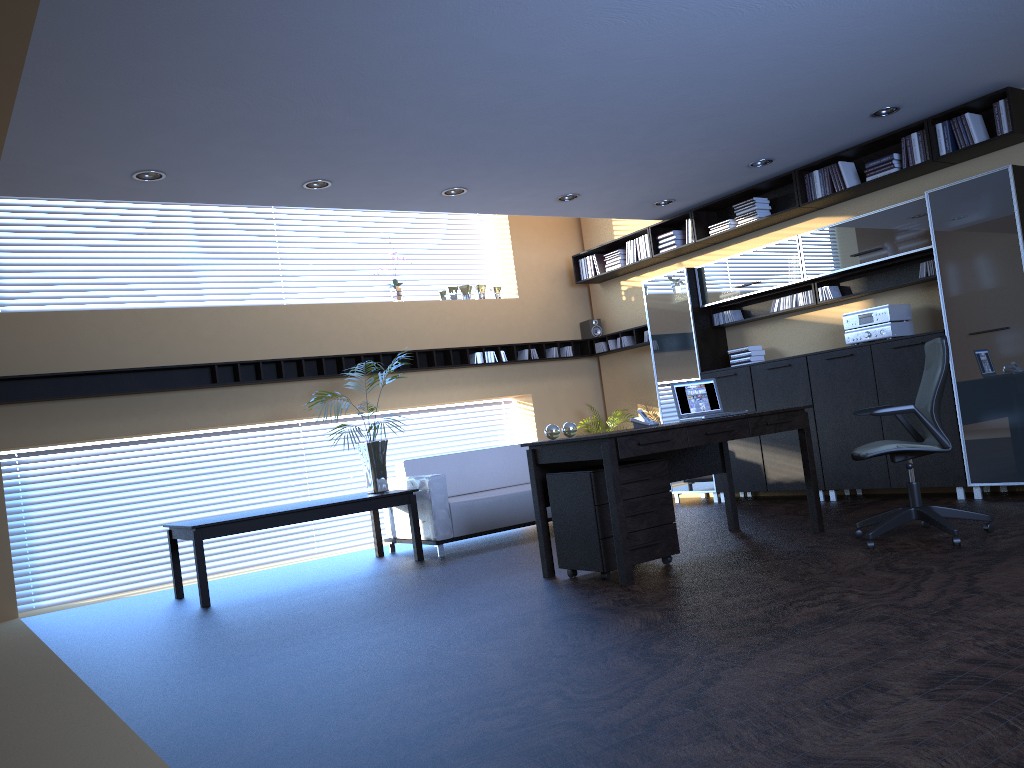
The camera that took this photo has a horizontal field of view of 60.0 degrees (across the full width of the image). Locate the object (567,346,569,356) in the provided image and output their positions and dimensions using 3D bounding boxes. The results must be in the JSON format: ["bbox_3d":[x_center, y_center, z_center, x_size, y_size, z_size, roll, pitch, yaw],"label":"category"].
[{"bbox_3d":[0.628,-0.379,10.599,0.009,0.120,0.142,-6,-3,-35],"label":"object"}]

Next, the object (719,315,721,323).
[{"bbox_3d":[2.175,-0.670,9.052,0.142,0.120,0.009,-6,-2,-34],"label":"object"}]

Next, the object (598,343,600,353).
[{"bbox_3d":[1.099,-0.439,10.647,0.142,0.120,0.009,-6,-2,-34],"label":"object"}]

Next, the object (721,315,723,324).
[{"bbox_3d":[2.184,-0.672,9.033,0.140,0.118,0.006,-6,-2,-35],"label":"object"}]

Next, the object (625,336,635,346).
[{"bbox_3d":[1.378,-0.498,10.234,0.142,0.118,0.040,-6,-2,-34],"label":"object"}]

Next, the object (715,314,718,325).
[{"bbox_3d":[2.146,-0.664,9.093,0.142,0.120,0.009,-6,-2,-34],"label":"object"}]

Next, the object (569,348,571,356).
[{"bbox_3d":[0.650,-0.381,10.621,0.006,0.118,0.140,-6,-3,-35],"label":"object"}]

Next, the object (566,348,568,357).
[{"bbox_3d":[0.616,-0.378,10.599,0.009,0.120,0.142,-6,-3,-35],"label":"object"}]

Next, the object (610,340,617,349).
[{"bbox_3d":[1.230,-0.466,10.452,0.142,0.118,0.040,-6,-2,-34],"label":"object"}]

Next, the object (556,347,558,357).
[{"bbox_3d":[0.494,-0.366,10.512,0.009,0.120,0.142,-6,-3,-35],"label":"object"}]

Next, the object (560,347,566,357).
[{"bbox_3d":[0.599,-0.375,10.581,0.040,0.118,0.142,-6,-3,-35],"label":"object"}]

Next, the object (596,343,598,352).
[{"bbox_3d":[1.081,-0.435,10.673,0.142,0.120,0.009,-6,-2,-34],"label":"object"}]

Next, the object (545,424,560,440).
[{"bbox_3d":[0.273,0.323,5.980,0.105,0.105,0.105,-7,-2,-15],"label":"object"}]

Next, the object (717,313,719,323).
[{"bbox_3d":[2.159,-0.666,9.076,0.140,0.118,0.006,-6,-2,-35],"label":"object"}]

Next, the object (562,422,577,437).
[{"bbox_3d":[0.390,0.308,6.000,0.105,0.105,0.105,-7,-2,-15],"label":"object"}]

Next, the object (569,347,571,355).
[{"bbox_3d":[0.650,-0.381,10.622,0.009,0.120,0.142,-6,-3,-34],"label":"object"}]

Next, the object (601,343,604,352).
[{"bbox_3d":[1.127,-0.445,10.605,0.142,0.120,0.009,-6,-2,-34],"label":"object"}]

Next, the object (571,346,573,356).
[{"bbox_3d":[0.676,-0.384,10.637,0.009,0.120,0.142,-6,-3,-35],"label":"object"}]

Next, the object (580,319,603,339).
[{"bbox_3d":[0.971,-0.660,10.811,0.158,0.229,0.254,-7,-3,-25],"label":"object"}]

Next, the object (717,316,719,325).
[{"bbox_3d":[2.157,-0.666,9.088,0.142,0.120,0.009,-6,-2,-35],"label":"object"}]

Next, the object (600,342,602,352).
[{"bbox_3d":[1.121,-0.444,10.613,0.142,0.120,0.009,-6,-2,-34],"label":"object"}]

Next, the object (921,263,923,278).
[{"bbox_3d":[3.394,-0.930,7.254,0.142,0.120,0.030,-6,-2,-34],"label":"object"}]

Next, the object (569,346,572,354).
[{"bbox_3d":[0.662,-0.383,10.621,0.009,0.120,0.142,-6,-3,-35],"label":"object"}]

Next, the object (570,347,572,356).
[{"bbox_3d":[0.663,-0.383,10.620,0.006,0.118,0.140,-6,-3,-35],"label":"object"}]

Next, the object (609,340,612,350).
[{"bbox_3d":[1.216,-0.464,10.473,0.142,0.120,0.030,-6,-2,-34],"label":"object"}]

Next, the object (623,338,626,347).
[{"bbox_3d":[1.352,-0.493,10.272,0.142,0.120,0.030,-6,-2,-34],"label":"object"}]

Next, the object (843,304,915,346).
[{"bbox_3d":[3.088,-0.496,7.491,0.362,0.281,0.431,-6,-3,-35],"label":"object"}]

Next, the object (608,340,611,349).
[{"bbox_3d":[1.210,-0.463,10.482,0.142,0.120,0.030,-6,-2,-34],"label":"object"}]

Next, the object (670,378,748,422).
[{"bbox_3d":[1.378,0.098,6.206,0.390,0.282,0.323,-6,-3,-25],"label":"object"}]

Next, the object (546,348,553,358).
[{"bbox_3d":[0.438,-0.360,10.476,0.040,0.118,0.142,-6,-3,-35],"label":"object"}]

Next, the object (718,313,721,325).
[{"bbox_3d":[2.168,-0.669,9.059,0.142,0.120,0.009,-6,-2,-35],"label":"object"}]

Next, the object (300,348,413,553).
[{"bbox_3d":[-1.406,0.691,8.380,1.039,1.858,1.899,-7,-2,-15],"label":"object"}]

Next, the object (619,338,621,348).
[{"bbox_3d":[1.310,-0.484,10.335,0.142,0.120,0.030,-6,-2,-34],"label":"object"}]

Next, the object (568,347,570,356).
[{"bbox_3d":[0.638,-0.380,10.602,0.006,0.118,0.140,-6,-3,-35],"label":"object"}]

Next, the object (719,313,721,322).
[{"bbox_3d":[2.174,-0.670,9.050,0.140,0.118,0.006,-6,-2,-34],"label":"object"}]

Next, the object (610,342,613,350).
[{"bbox_3d":[1.222,-0.465,10.465,0.142,0.120,0.030,-6,-2,-34],"label":"object"}]

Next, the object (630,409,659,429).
[{"bbox_3d":[0.898,0.230,6.017,0.146,0.126,0.130,-10,-3,40],"label":"object"}]

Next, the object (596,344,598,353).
[{"bbox_3d":[1.075,-0.434,10.681,0.142,0.120,0.009,-6,-2,-34],"label":"object"}]

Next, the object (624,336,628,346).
[{"bbox_3d":[1.369,-0.497,10.247,0.142,0.120,0.030,-6,-2,-34],"label":"object"}]

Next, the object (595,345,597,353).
[{"bbox_3d":[1.064,-0.432,10.698,0.142,0.120,0.009,-6,-2,-34],"label":"object"}]

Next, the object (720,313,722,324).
[{"bbox_3d":[2.179,-0.671,9.041,0.140,0.118,0.006,-6,-2,-34],"label":"object"}]

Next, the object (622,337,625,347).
[{"bbox_3d":[1.341,-0.491,10.289,0.142,0.120,0.009,-6,-2,-34],"label":"object"}]

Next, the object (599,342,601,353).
[{"bbox_3d":[1.110,-0.442,10.630,0.142,0.120,0.009,-6,-2,-34],"label":"object"}]

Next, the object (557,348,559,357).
[{"bbox_3d":[0.501,-0.367,10.520,0.009,0.120,0.142,-6,-3,-35],"label":"object"}]

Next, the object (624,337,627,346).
[{"bbox_3d":[1.364,-0.496,10.255,0.142,0.120,0.030,-6,-2,-34],"label":"object"}]

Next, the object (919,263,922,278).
[{"bbox_3d":[3.386,-0.928,7.266,0.142,0.118,0.040,-6,-2,-34],"label":"object"}]

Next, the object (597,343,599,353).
[{"bbox_3d":[1.087,-0.437,10.664,0.142,0.120,0.009,-6,-2,-34],"label":"object"}]

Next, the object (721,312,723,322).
[{"bbox_3d":[2.186,-0.672,9.034,0.142,0.120,0.009,-6,-2,-34],"label":"object"}]

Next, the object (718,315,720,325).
[{"bbox_3d":[2.164,-0.668,9.068,0.142,0.120,0.009,-6,-2,-35],"label":"object"}]

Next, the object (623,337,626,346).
[{"bbox_3d":[1.358,-0.494,10.264,0.142,0.120,0.030,-6,-2,-34],"label":"object"}]

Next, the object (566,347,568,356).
[{"bbox_3d":[0.616,-0.378,10.598,0.006,0.118,0.140,-6,-3,-35],"label":"object"}]

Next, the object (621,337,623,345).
[{"bbox_3d":[1.335,-0.490,10.298,0.142,0.120,0.009,-6,-2,-34],"label":"object"}]

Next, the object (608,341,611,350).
[{"bbox_3d":[1.205,-0.462,10.490,0.142,0.120,0.030,-6,-2,-34],"label":"object"}]

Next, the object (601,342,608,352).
[{"bbox_3d":[1.141,-0.447,10.585,0.142,0.118,0.040,-6,-2,-34],"label":"object"}]

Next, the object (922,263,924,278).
[{"bbox_3d":[3.400,-0.932,7.245,0.142,0.120,0.030,-6,-2,-34],"label":"object"}]

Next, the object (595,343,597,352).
[{"bbox_3d":[1.070,-0.433,10.690,0.142,0.120,0.009,-6,-2,-34],"label":"object"}]

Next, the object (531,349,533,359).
[{"bbox_3d":[0.193,-0.338,10.305,0.009,0.120,0.142,-6,-3,-34],"label":"object"}]
